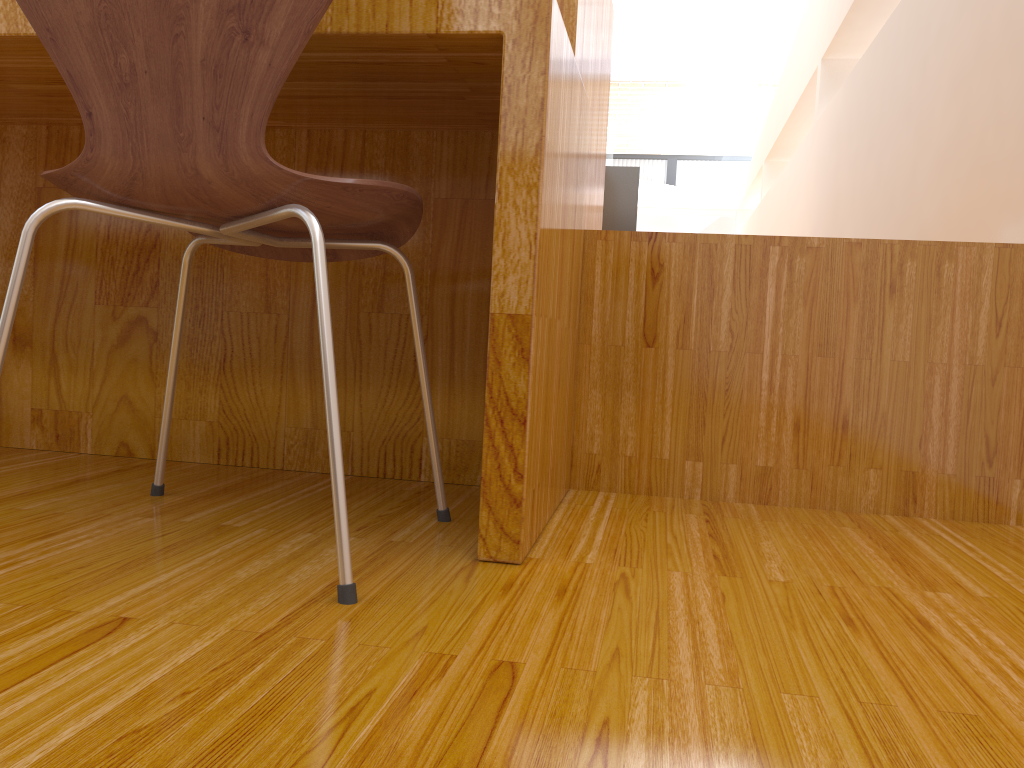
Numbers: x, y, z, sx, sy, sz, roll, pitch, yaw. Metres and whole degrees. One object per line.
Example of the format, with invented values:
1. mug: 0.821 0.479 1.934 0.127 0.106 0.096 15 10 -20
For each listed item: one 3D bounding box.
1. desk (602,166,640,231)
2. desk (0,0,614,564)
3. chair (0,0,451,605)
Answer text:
1. desk: -1.170 -0.759 3.800 3.356 0.606 0.760 4 3 10
2. desk: -1.440 -0.445 1.799 3.216 1.022 1.248 4 3 10
3. chair: -0.300 -0.165 0.985 0.428 0.693 0.381 4 3 10
